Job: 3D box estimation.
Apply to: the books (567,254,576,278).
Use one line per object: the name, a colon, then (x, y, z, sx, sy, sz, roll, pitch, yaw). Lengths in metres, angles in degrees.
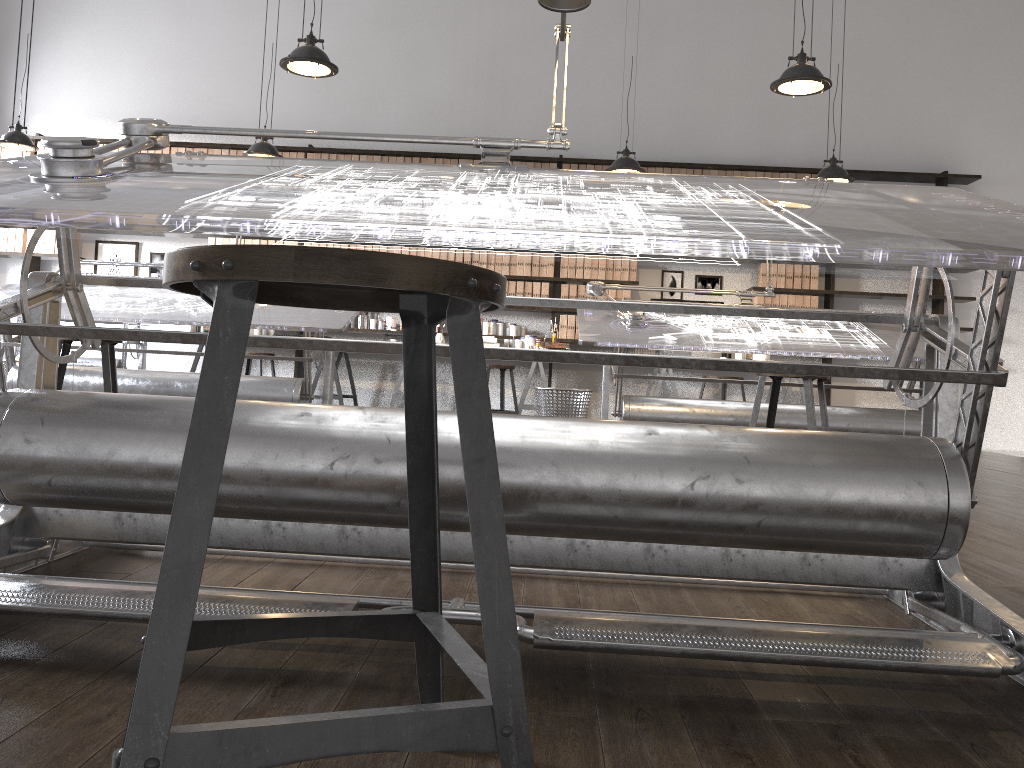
books: (0.545, -1.062, 8.089, 0.067, 0.226, 0.174, 3, -1, 2)

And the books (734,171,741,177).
books: (2.033, -1.810, 8.063, 0.067, 0.226, 0.174, 3, -1, 2)

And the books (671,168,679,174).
books: (1.476, -1.839, 8.085, 0.067, 0.226, 0.174, 3, -1, 2)

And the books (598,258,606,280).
books: (0.817, -1.048, 8.073, 0.067, 0.226, 0.174, 3, -1, 2)

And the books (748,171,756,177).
books: (2.162, -1.803, 8.060, 0.067, 0.226, 0.174, 3, -1, 2)

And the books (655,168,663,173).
books: (1.331, -1.847, 8.094, 0.067, 0.226, 0.174, 3, -1, 2)

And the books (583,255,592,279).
books: (0.688, -1.055, 8.081, 0.067, 0.226, 0.174, 3, -1, 2)

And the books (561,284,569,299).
books: (0.479, -0.790, 8.080, 0.067, 0.226, 0.174, 3, -1, 2)

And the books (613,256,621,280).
books: (0.955, -1.041, 8.074, 0.067, 0.226, 0.174, 3, -1, 2)

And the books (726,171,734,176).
books: (1.966, -1.814, 8.071, 0.067, 0.226, 0.174, 3, -1, 2)

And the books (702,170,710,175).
books: (1.753, -1.825, 8.080, 0.067, 0.226, 0.174, 3, -1, 2)

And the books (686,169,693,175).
books: (1.604, -1.832, 8.086, 0.067, 0.226, 0.174, 3, -1, 2)

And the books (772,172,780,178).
books: (2.374, -1.792, 8.056, 0.067, 0.226, 0.174, 3, -1, 2)

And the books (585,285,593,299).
books: (0.698, -0.778, 8.067, 0.067, 0.226, 0.174, 3, -1, 2)

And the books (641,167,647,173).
books: (1.192, -1.854, 8.102, 0.067, 0.226, 0.174, 3, -1, 2)

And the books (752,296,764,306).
books: (2.221, -0.699, 8.005, 0.067, 0.226, 0.174, 3, -1, 2)

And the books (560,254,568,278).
books: (0.476, -1.066, 8.094, 0.067, 0.226, 0.174, 3, -1, 2)

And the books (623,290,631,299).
books: (1.037, -0.761, 8.055, 0.067, 0.226, 0.174, 3, -1, 2)

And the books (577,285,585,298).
books: (0.628, -0.782, 8.074, 0.067, 0.226, 0.174, 3, -1, 2)

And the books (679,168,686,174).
books: (1.539, -1.836, 8.086, 0.067, 0.226, 0.174, 3, -1, 2)

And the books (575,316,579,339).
books: (0.610, -0.505, 8.055, 0.067, 0.226, 0.174, 3, -1, 2)

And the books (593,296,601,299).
books: (0.769, -0.775, 8.068, 0.067, 0.226, 0.174, 3, -1, 2)

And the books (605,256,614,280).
books: (0.885, -1.044, 8.076, 0.067, 0.226, 0.174, 3, -1, 2)

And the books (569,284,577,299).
books: (0.552, -0.786, 8.072, 0.067, 0.226, 0.174, 3, -1, 2)

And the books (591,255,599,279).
books: (0.751, -1.051, 8.080, 0.067, 0.226, 0.174, 3, -1, 2)

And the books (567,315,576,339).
books: (0.538, -0.509, 8.058, 0.067, 0.226, 0.174, 3, -1, 2)

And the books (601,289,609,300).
books: (0.840, -0.771, 8.065, 0.067, 0.226, 0.174, 3, -1, 2)

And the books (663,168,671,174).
books: (1.404, -1.843, 8.088, 0.067, 0.226, 0.174, 3, -1, 2)

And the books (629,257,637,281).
books: (1.097, -1.033, 8.068, 0.067, 0.226, 0.174, 3, -1, 2)

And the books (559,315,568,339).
books: (0.466, -0.512, 8.065, 0.067, 0.226, 0.174, 3, -1, 2)

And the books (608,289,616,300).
books: (0.907, -0.767, 8.057, 0.067, 0.226, 0.174, 3, -1, 2)

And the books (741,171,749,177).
books: (2.100, -1.807, 8.065, 0.067, 0.226, 0.174, 3, -1, 2)

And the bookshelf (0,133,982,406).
bookshelf: (-0.469, -0.541, 8.187, 9.176, 3.215, 0.372, 3, -3, 2)

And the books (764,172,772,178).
books: (2.305, -1.796, 8.057, 0.067, 0.226, 0.174, 3, -1, 2)

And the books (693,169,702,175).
books: (1.678, -1.829, 8.078, 0.067, 0.226, 0.174, 3, -1, 2)

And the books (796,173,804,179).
books: (2.588, -1.781, 8.040, 0.067, 0.226, 0.174, 3, -1, 2)

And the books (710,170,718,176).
books: (1.824, -1.821, 8.073, 0.067, 0.226, 0.174, 3, -1, 2)

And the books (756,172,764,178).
books: (2.235, -1.800, 8.056, 0.067, 0.226, 0.174, 3, -1, 2)

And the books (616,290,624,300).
books: (0.974, -0.764, 8.059, 0.067, 0.226, 0.174, 3, -1, 2)

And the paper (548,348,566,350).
paper: (0.374, -0.295, 7.633, 0.155, 0.038, 0.137, 3, 0, 17)

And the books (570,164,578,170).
books: (0.566, -1.886, 8.123, 0.067, 0.226, 0.174, 3, -1, 2)

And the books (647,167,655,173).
books: (1.262, -1.850, 8.101, 0.067, 0.226, 0.174, 3, -1, 2)

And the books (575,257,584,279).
books: (0.615, -1.058, 8.082, 0.067, 0.226, 0.174, 3, -1, 2)

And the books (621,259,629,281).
books: (1.026, -1.037, 8.066, 0.067, 0.226, 0.174, 3, -1, 2)

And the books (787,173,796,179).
books: (2.516, -1.785, 8.043, 0.067, 0.226, 0.174, 3, -1, 2)

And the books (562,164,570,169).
books: (0.492, -1.890, 8.131, 0.067, 0.226, 0.174, 3, -1, 2)

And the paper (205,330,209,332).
paper: (-2.615, -0.451, 7.754, 0.155, 0.038, 0.137, 3, 0, -13)

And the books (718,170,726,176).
books: (1.895, -1.817, 8.074, 0.067, 0.226, 0.174, 3, -1, 2)
